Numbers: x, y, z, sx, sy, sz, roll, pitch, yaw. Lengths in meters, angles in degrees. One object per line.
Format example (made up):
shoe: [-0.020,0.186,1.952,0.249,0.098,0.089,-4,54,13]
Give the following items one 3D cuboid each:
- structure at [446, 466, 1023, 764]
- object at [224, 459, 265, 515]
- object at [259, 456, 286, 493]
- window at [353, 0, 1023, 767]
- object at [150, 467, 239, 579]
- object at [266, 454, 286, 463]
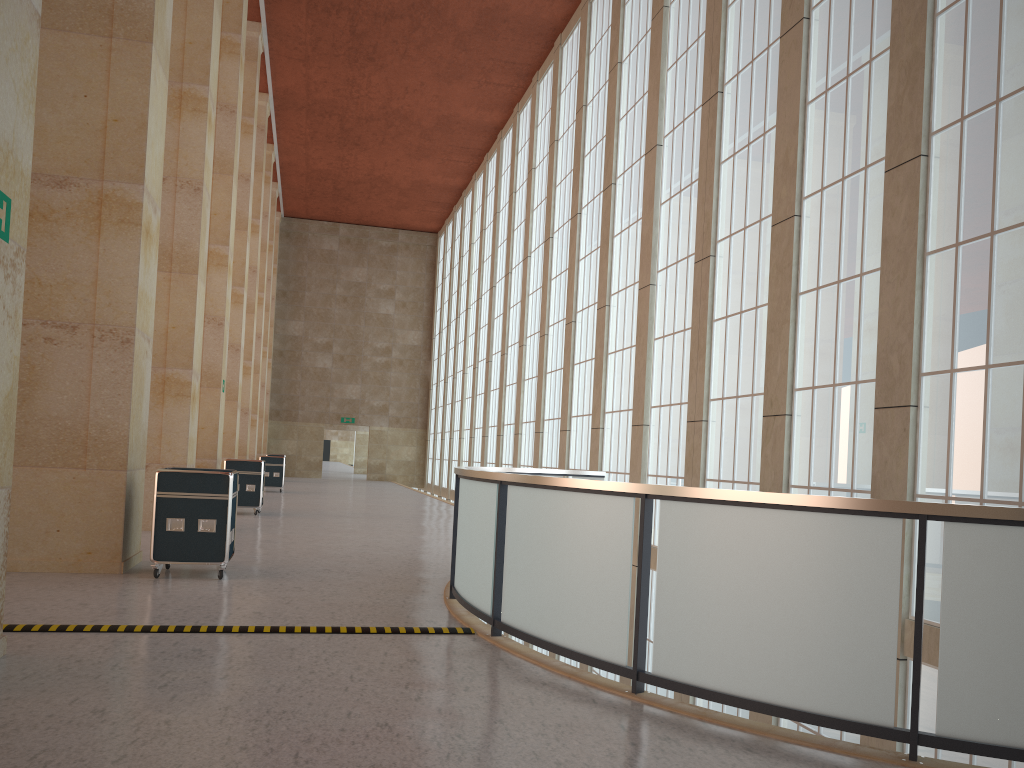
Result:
structure: [1.997,2.080,10.898,5.253,1.791,13.095,5,-5,-23]
object: [-7.586,2.902,25.057,1.056,1.539,1.275,3,-3,-13]
object: [-10.382,3.891,38.269,1.056,1.539,1.275,3,-3,-13]
window: [-9.101,4.801,75.576,0.010,28.583,165.233,3,-5,-13]
object: [-4.639,2.020,12.989,1.056,1.539,1.275,3,-3,-13]
object: [-13.617,4.812,50.963,1.056,1.539,1.275,3,-3,-13]
